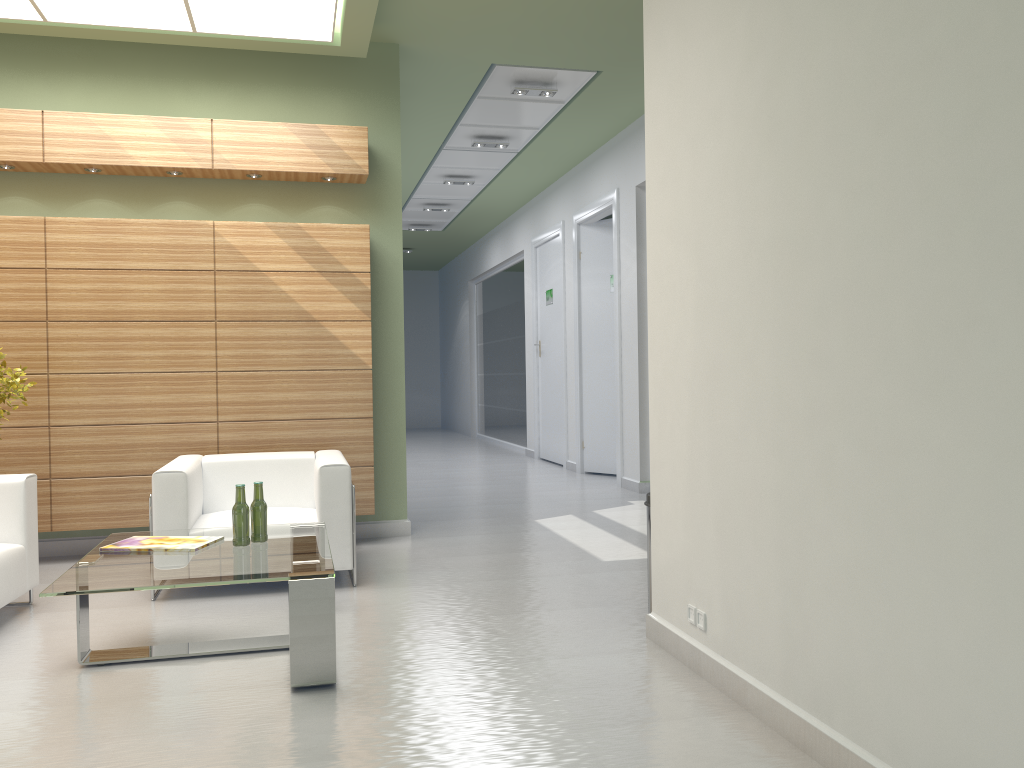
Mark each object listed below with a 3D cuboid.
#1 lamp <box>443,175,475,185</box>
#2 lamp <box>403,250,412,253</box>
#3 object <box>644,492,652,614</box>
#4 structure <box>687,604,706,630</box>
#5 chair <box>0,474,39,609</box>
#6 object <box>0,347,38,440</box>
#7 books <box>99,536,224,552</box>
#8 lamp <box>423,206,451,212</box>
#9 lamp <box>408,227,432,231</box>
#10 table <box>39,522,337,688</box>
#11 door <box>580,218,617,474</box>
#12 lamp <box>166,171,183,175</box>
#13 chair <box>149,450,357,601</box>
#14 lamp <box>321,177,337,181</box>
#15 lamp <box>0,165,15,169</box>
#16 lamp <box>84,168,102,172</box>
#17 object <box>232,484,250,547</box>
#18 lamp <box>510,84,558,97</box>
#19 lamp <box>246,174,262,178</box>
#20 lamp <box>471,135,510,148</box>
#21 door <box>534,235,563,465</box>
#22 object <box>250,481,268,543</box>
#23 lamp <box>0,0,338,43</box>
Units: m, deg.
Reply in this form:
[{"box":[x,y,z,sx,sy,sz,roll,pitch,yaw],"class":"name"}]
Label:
[{"box":[-1.153,-4.424,19.254,0.657,0.159,0.286,-1,1,-14],"class":"lamp"},{"box":[-3.674,-4.478,29.596,0.657,0.159,0.286,-1,1,-14],"class":"lamp"},{"box":[1.364,1.438,7.471,0.483,1.027,0.482,-1,1,-43],"class":"object"},{"box":[1.265,1.595,6.074,0.017,0.118,0.262,-1,1,-14],"class":"structure"},{"box":[-5.072,1.450,7.166,1.769,1.234,1.894,-1,1,-9],"class":"chair"},{"box":[-5.429,0.767,8.757,1.116,2.565,1.201,0,1,44],"class":"object"},{"box":[-2.726,1.248,6.939,0.762,0.025,0.508,-1,1,6],"class":"books"},{"box":[-1.895,-4.440,22.298,0.657,0.159,0.286,-1,1,-14],"class":"lamp"},{"box":[-2.617,-4.455,25.259,0.657,0.159,0.286,-1,1,-14],"class":"lamp"},{"box":[-2.280,1.629,6.688,1.783,0.742,2.197,-1,1,-14],"class":"table"},{"box":[2.187,-0.746,17.478,0.134,5.083,2.089,-1,1,-44],"class":"door"},{"box":[-3.988,-2.519,10.480,0.181,0.074,0.181,-1,1,-19],"class":"lamp"},{"box":[-2.641,1.391,9.242,1.894,1.234,1.802,-1,1,-14],"class":"chair"},{"box":[-2.251,-2.551,10.904,0.181,0.074,0.181,-1,1,-19],"class":"lamp"},{"box":[-5.737,-2.486,10.054,0.181,0.074,0.181,-1,1,-19],"class":"lamp"},{"box":[-4.853,-2.502,10.269,0.181,0.074,0.181,-1,1,37],"class":"lamp"},{"box":[-2.098,1.014,6.863,0.131,0.475,0.131,0,1,41],"class":"object"},{"box":[0.325,-4.393,13.191,0.657,0.159,0.286,-1,1,-14],"class":"lamp"},{"box":[-3.110,-2.535,10.694,0.181,0.074,0.181,-1,1,37],"class":"lamp"},{"box":[-0.398,-4.408,16.156,0.657,0.159,0.286,-1,1,-14],"class":"lamp"},{"box":[0.859,-0.752,20.454,0.250,5.083,2.089,-1,1,-14],"class":"door"},{"box":[-2.001,1.011,7.012,0.131,0.475,0.131,0,1,41],"class":"object"},{"box":[-3.705,-4.081,7.321,4.571,0.325,5.060,-1,1,-14],"class":"lamp"}]
